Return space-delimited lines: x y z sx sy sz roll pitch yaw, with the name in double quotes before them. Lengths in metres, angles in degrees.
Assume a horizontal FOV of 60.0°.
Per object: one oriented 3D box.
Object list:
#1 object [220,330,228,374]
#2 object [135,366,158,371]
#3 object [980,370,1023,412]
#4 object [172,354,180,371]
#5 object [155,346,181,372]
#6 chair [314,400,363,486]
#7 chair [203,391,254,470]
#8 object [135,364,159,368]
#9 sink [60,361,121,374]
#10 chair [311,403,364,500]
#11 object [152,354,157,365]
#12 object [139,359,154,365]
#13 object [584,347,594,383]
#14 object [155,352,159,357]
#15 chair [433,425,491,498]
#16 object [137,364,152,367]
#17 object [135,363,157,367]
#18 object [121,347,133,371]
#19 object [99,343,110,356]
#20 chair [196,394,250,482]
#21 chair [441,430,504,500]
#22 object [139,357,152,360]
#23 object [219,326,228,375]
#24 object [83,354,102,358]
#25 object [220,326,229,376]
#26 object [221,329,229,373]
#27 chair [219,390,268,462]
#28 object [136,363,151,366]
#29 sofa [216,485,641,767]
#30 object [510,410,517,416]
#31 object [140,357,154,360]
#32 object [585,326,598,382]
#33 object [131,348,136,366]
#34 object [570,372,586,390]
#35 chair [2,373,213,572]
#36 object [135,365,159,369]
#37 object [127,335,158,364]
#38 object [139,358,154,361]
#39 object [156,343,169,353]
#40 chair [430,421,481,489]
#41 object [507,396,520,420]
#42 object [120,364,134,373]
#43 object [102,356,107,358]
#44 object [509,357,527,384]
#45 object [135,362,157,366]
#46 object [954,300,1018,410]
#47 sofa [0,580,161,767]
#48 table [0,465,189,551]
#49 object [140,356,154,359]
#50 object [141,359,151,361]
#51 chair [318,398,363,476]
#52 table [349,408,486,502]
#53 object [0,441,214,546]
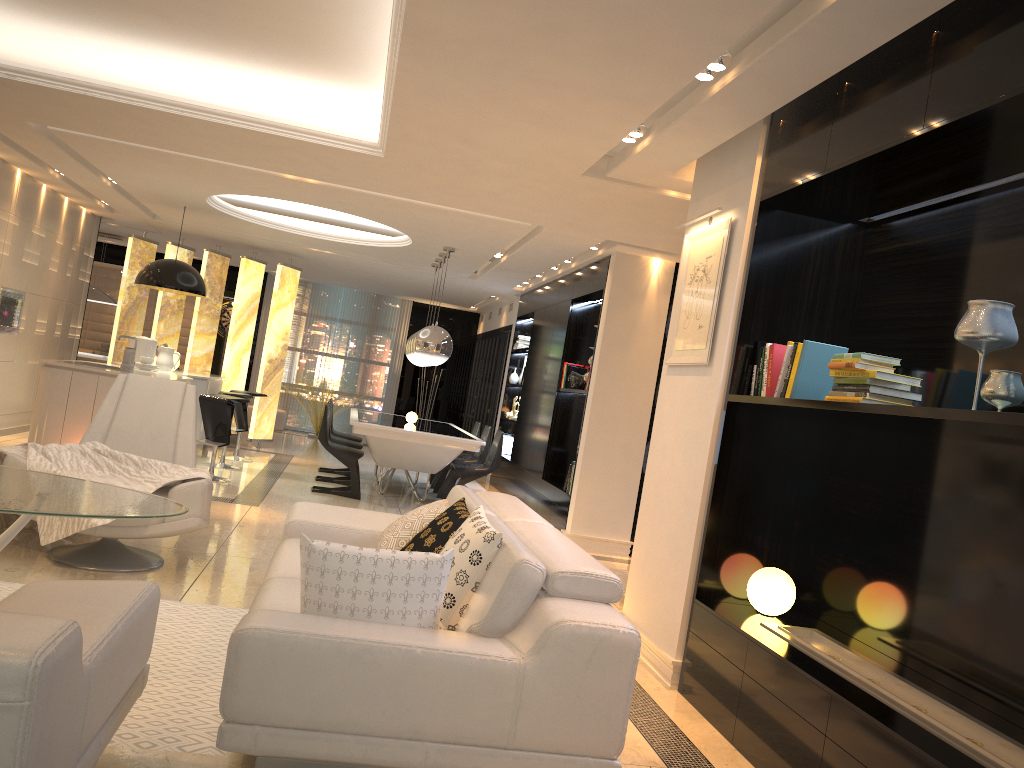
"object" -4.893 -0.177 14.864 0.026 1.605 0.027 9 -1 28
"object" -3.664 -0.156 8.855 0.264 0.033 0.264 10 -1 -41
"object" 1.525 0.038 2.760 0.119 0.154 0.119 9 -1 0
"object" -3.691 -0.242 9.550 0.213 0.214 0.212 9 -1 40
"object" -3.632 -0.257 9.330 0.183 0.254 0.211 9 -1 42
"chair" -1.824 0.642 9.607 0.496 0.858 0.523 10 -1 -10
"chair" -2.987 0.478 9.320 0.380 0.789 0.380 10 -1 -27
"object" -3.662 -0.168 8.856 0.264 0.033 0.264 10 -1 -41
"sink" -3.747 -0.092 8.020 0.485 0.152 0.738 10 -1 -10
"chair" -1.672 0.655 8.753 0.496 0.858 0.523 10 -1 -10
"object" -3.888 -0.256 9.443 0.211 0.174 0.211 9 -1 37
"object" -3.655 -0.212 8.856 0.138 0.051 0.138 9 -1 38
"object" 0.756 -0.135 8.445 0.121 0.416 0.121 10 -1 -15
"object" -4.098 -0.291 10.287 0.266 0.147 0.253 9 -1 33
"chair" -0.556 0.857 9.943 0.496 0.858 0.523 10 -1 -10
"object" -3.661 -0.179 8.855 0.229 0.016 0.229 9 -1 20
"object" -3.660 -0.184 8.855 0.229 0.016 0.229 9 -1 20
"object" -3.395 -0.220 7.823 0.071 0.219 0.071 10 -1 -19
"object" -7.286 -0.470 15.934 0.247 0.522 0.124 10 -1 -10
"chair" -2.772 0.500 8.339 0.380 0.789 0.380 9 -1 23
"chair" -0.407 0.870 9.107 0.496 0.858 0.523 10 -1 -10
"object" -3.652 -0.229 8.856 0.138 0.051 0.138 9 -1 38
"object" -4.885 -0.176 14.817 0.026 1.605 0.027 9 -1 28
"object" -6.825 -0.498 13.365 1.605 0.026 0.028 10 -1 -5
"object" -4.902 -0.176 14.911 0.026 1.605 0.027 9 -1 28
"object" -4.910 -0.177 14.958 0.026 1.605 0.027 9 -1 28
"chair" -3.094 0.472 10.147 0.380 0.789 0.380 10 -1 -42
"object" -3.659 -0.188 8.855 0.229 0.016 0.229 9 -1 20
"sofa" -0.412 0.844 3.530 1.145 0.754 2.328 10 -1 -10
"object" 0.037 0.407 11.785 0.125 0.125 0.125 9 -1 29
"object" -3.651 -0.235 8.856 0.138 0.051 0.138 9 -1 38
"object" 0.772 -0.233 8.293 0.121 0.612 0.121 10 -1 -15
"object" -3.414 -0.222 7.928 0.071 0.219 0.071 10 -1 -34
"object" 0.663 -0.020 8.701 0.193 0.177 0.375 10 -1 -9
"chair" -2.139 0.456 4.939 1.027 0.991 0.983 10 -1 -11
"object" -3.663 -0.162 8.855 0.264 0.033 0.264 10 -1 -41
"object" -3.817 -0.327 9.128 0.288 0.330 0.288 9 -1 7
"object" -3.653 -0.224 8.856 0.138 0.051 0.138 9 -1 38
"object" -4.090 -0.377 10.284 0.249 0.212 0.256 9 -1 25
"chair" -0.697 0.845 10.737 0.496 0.858 0.523 10 -1 -10
"object" 0.062 0.318 11.618 0.177 0.311 0.177 10 -1 -10
"object" -3.363 -0.136 7.744 0.111 0.062 0.111 9 -1 11
"object" -6.092 -0.392 13.255 0.057 0.057 0.057 10 -1 -40
"object" 0.087 -0.184 11.998 0.210 0.395 0.180 10 -1 -7
"object" -3.658 -0.193 8.855 0.229 0.016 0.229 9 -1 20
"object" 1.532 -0.074 2.892 0.181 0.381 0.181 10 -1 -16
"sofa" -2.085 0.543 1.908 2.328 0.754 1.145 10 -1 -10
"table" -2.342 0.597 3.252 2.140 0.565 0.999 10 -1 -11
"object" -3.650 -0.241 8.857 0.138 0.051 0.138 9 -1 38
"object" -3.654 -0.218 8.856 0.138 0.051 0.138 9 -1 38
"chair" -1.973 0.628 10.443 0.496 0.858 0.523 10 -1 -10
"table" -1.187 0.799 9.728 1.293 0.759 3.031 10 -1 -10
"object" -2.363 0.618 4.847 1.347 0.580 0.972 9 -1 27
